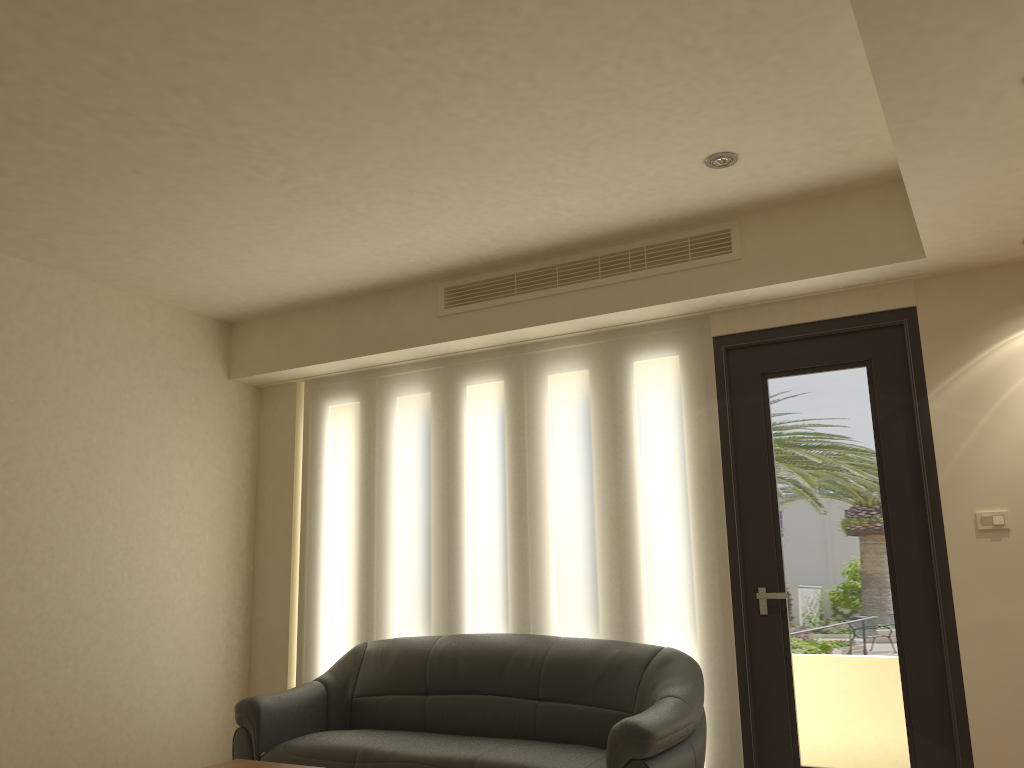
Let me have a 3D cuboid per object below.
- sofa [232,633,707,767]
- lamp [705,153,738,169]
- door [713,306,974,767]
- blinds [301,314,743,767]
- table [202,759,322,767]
[{"bbox_3d":[-0.234,1.741,4.418,2.337,0.918,0.944,-8,-14,28],"label":"sofa"},{"bbox_3d":[0.924,-1.004,3.918,0.143,0.059,0.143,-10,-15,34],"label":"lamp"},{"bbox_3d":[1.570,0.868,4.321,1.011,2.420,0.118,-8,-14,28],"label":"door"},{"bbox_3d":[-0.139,0.989,5.204,2.830,2.453,0.002,-8,-14,28],"label":"blinds"},{"bbox_3d":[-0.905,1.689,3.053,1.213,0.482,1.045,-8,-14,28],"label":"table"}]
